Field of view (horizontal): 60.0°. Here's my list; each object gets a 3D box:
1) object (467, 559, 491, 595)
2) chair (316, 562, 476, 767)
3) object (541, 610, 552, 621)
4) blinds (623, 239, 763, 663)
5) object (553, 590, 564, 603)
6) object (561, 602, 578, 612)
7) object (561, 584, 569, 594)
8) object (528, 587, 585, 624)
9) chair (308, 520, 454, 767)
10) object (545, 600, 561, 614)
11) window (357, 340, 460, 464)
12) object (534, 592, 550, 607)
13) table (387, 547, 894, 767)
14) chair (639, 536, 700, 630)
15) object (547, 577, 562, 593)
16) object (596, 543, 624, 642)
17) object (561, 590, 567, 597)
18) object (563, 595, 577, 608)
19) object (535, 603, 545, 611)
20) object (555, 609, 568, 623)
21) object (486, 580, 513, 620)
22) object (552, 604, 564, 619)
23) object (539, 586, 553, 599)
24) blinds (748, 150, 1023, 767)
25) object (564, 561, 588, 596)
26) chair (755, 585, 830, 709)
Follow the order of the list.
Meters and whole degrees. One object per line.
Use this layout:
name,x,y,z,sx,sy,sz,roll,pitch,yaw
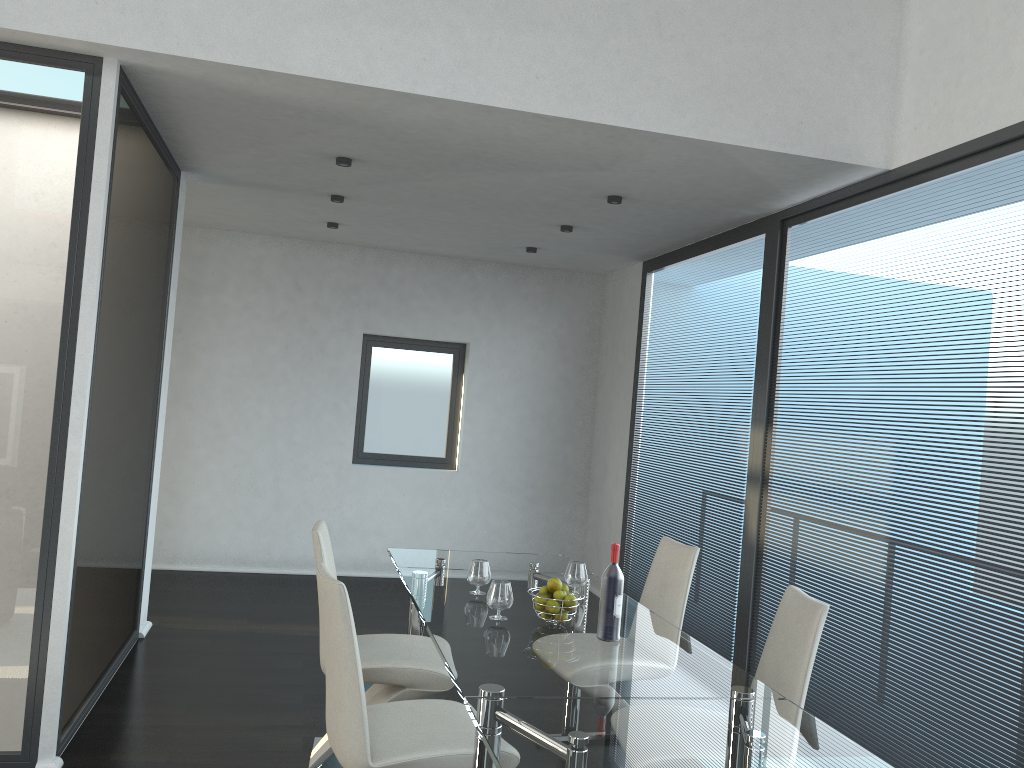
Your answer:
object,-0.134,0.780,3.589,0.098,0.132,0.098,5,-1,7
chair,-0.332,1.066,2.770,0.612,0.959,0.471,5,-1,-23
object,0.124,0.829,3.174,0.038,0.038,0.038,5,-1,-9
blinds,1.135,0.416,5.904,0.018,2.537,1.787,5,-1,-13
object,0.165,0.755,3.151,0.040,0.043,0.044,5,-1,1
object,0.207,0.789,3.187,0.058,0.058,0.058,3,-2,44
object,0.184,0.752,3.241,0.047,0.045,0.047,5,-1,-12
object,0.155,0.804,3.184,0.206,0.105,0.206,4,-2,32
chair,-0.537,1.068,3.589,0.612,0.959,0.471,5,-1,-8
object,0.144,0.787,3.134,0.054,0.055,0.053,4,-2,41
window,-0.886,0.161,7.615,0.800,1.000,0.050,5,-1,-13
object,0.107,0.769,3.161,0.055,0.048,0.054,5,-1,-20
table,0.105,1.226,3.259,0.940,0.731,2.720,5,-1,-13
chair,0.445,1.154,3.839,0.612,0.959,0.471,5,-1,-18
object,0.153,0.724,3.190,0.055,0.056,0.055,5,-1,-13
object,0.341,0.709,3.028,0.082,0.326,0.082,5,-1,8
object,0.178,0.763,3.201,0.040,0.038,0.040,6,-2,-42
object,0.207,0.770,3.143,0.047,0.048,0.047,4,-2,39
object,0.105,0.798,3.202,0.045,0.042,0.045,5,-1,-18
object,0.175,0.827,3.159,0.048,0.048,0.048,5,-1,-2
object,-0.044,0.779,3.200,0.098,0.132,0.098,5,-1,7
object,0.159,0.822,3.212,0.061,0.056,0.059,4,-2,32
object,0.123,0.759,3.215,0.055,0.054,0.050,6,-2,-44
blinds,1.596,0.409,3.931,0.018,2.537,1.874,5,-1,-13
object,0.269,0.817,3.731,0.098,0.132,0.098,5,-1,7
chair,0.661,1.151,2.907,0.612,0.959,0.471,5,-1,-3
